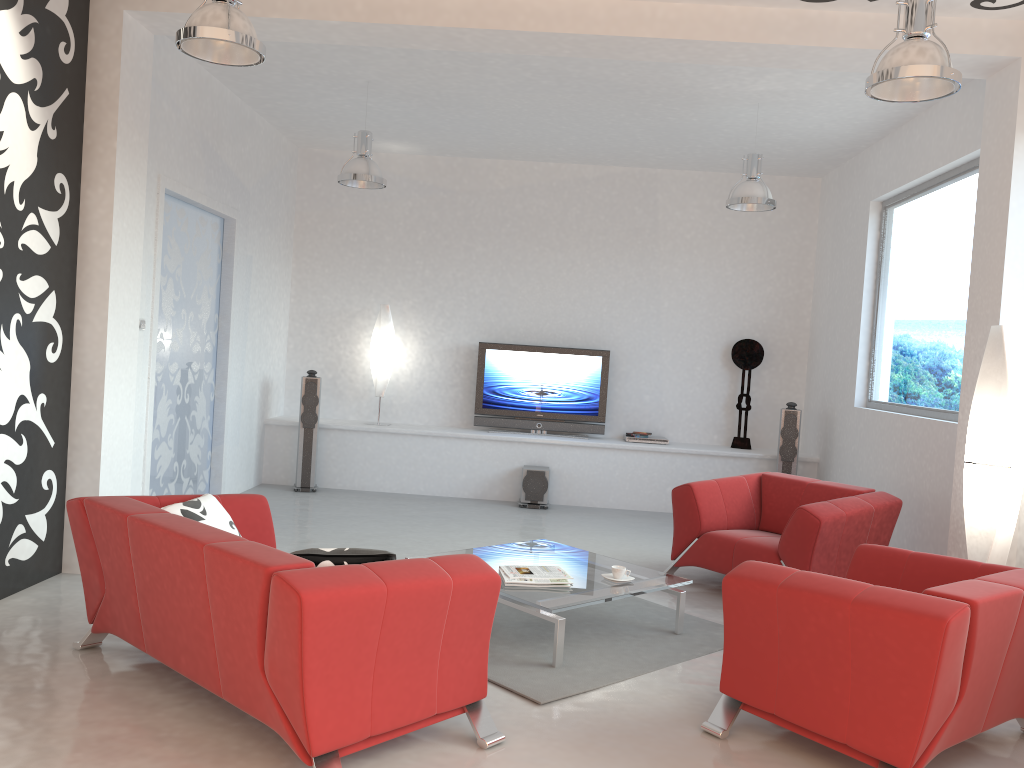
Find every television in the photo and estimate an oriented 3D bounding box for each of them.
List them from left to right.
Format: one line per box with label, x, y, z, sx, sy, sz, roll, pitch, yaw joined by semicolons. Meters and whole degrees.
television;0.306;0.067;9.192;1.356;0.919;0.343;4;2;2

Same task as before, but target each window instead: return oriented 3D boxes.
window;3.172;-0.651;6.565;0.100;1.800;2.400;4;2;2

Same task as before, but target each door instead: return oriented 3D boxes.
door;-2.608;-0.218;7.001;0.240;2.550;1.600;4;2;2

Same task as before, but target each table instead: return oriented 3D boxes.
table;0.185;1.163;4.911;1.097;0.286;1.162;2;3;-43

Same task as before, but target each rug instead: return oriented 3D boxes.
rug;0.167;1.308;4.908;1.700;0.025;1.700;2;3;-43

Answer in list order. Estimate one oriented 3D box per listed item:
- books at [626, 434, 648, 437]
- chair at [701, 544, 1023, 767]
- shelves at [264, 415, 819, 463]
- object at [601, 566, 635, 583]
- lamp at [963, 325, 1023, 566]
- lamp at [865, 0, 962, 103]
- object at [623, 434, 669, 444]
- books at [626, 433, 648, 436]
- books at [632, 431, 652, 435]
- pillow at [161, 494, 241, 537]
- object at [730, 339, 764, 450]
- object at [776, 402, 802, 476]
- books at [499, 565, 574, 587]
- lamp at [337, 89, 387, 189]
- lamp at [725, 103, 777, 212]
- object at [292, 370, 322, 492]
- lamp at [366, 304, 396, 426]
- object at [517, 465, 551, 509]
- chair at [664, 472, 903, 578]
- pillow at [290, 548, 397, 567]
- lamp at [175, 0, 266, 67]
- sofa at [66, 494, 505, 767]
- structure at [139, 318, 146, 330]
books;1.289;0.535;9.140;0.190;0.015;0.135;3;2;-33
chair;1.553;1.077;3.608;1.288;0.738;0.951;2;2;-38
shelves;0.275;0.554;9.091;5.500;0.050;0.650;4;2;2
object;0.569;1.016;4.753;0.153;0.069;0.153;3;2;-31
lamp;2.530;0.584;4.672;0.313;1.779;0.313;4;2;-6
lamp;1.742;-1.660;3.792;0.379;0.800;0.379;5;2;31
object;1.382;0.570;9.165;0.430;0.045;0.352;4;2;2
books;1.289;0.520;9.143;0.190;0.015;0.135;3;2;-18
books;1.341;0.508;9.135;0.190;0.015;0.135;4;2;12
pillow;-1.373;0.695;3.987;0.288;0.343;0.402;4;2;10
object;2.394;0.101;9.113;0.331;1.130;0.108;5;2;27
object;2.642;0.762;8.513;0.255;1.184;0.273;4;2;17
books;0.124;1.007;4.664;0.367;0.035;0.345;3;2;-8
lamp;-1.143;-1.953;6.898;0.379;0.800;0.379;4;2;-2
lamp;1.858;-1.752;6.788;0.379;0.800;0.379;5;3;42
object;-1.992;0.451;8.687;0.255;1.184;0.273;3;2;-13
lamp;-1.344;-0.201;9.164;0.263;1.239;0.263;4;2;-6
object;0.223;1.004;8.646;0.336;0.374;0.337;4;2;2
chair;1.764;1.016;5.859;0.951;0.738;1.288;2;2;-38
pillow;-0.639;0.765;3.314;0.402;0.343;0.288;4;2;-5
lamp;-1.258;-1.861;3.901;0.379;0.800;0.379;4;2;-5
sofa;-1.003;0.908;3.648;1.929;0.738;0.951;5;3;42
structure;-2.523;-0.405;6.006;0.016;0.080;0.170;4;2;2
